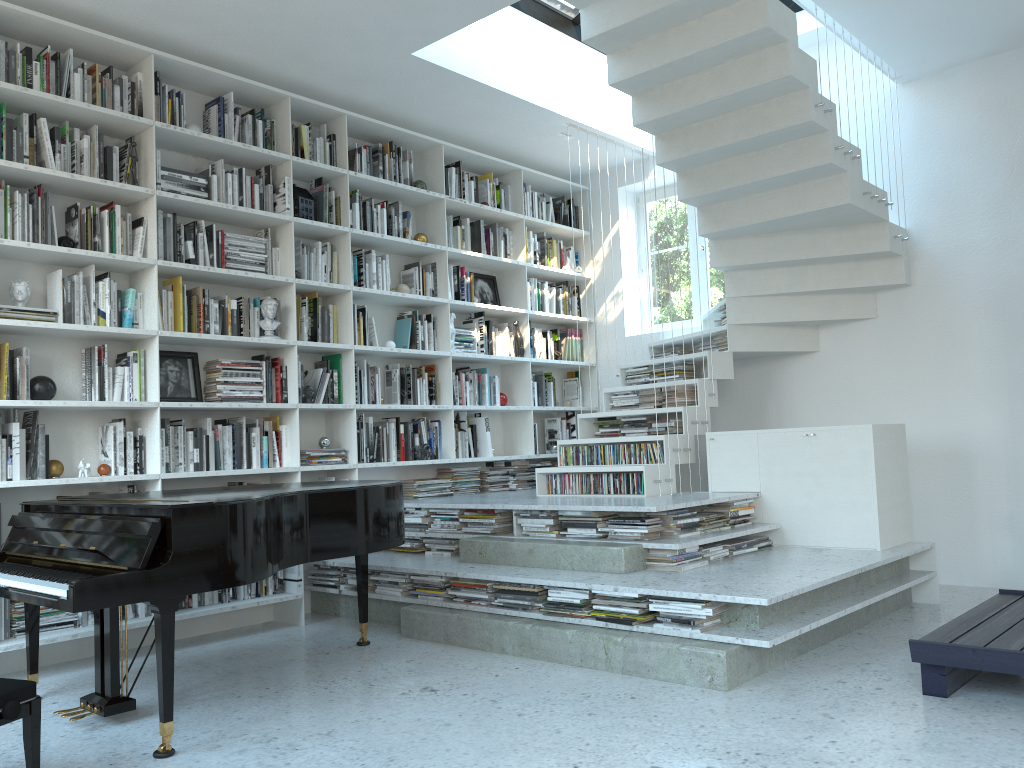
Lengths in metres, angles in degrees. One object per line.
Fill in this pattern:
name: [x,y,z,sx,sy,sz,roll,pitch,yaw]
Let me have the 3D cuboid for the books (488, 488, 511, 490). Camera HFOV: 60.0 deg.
books: [-0.130,0.784,6.647,0.207,0.008,0.328,-7,-6,45]

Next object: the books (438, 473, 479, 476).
books: [-0.384,0.648,6.375,0.159,0.005,0.285,-6,-5,38]

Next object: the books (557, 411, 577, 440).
books: [0.449,0.393,7.212,0.185,0.335,0.010,-6,-5,42]

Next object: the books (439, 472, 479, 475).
books: [-0.382,0.643,6.378,0.254,0.005,0.161,2,-6,-44]

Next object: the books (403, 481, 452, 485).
books: [-0.606,0.685,6.130,0.193,0.007,0.346,-6,-6,44]

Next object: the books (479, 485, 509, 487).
books: [-0.135,0.762,6.651,0.207,0.008,0.328,-6,-6,41]

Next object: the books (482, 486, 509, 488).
books: [-0.137,0.770,6.653,0.207,0.008,0.328,-6,-6,42]

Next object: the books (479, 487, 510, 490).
books: [-0.135,0.777,6.651,0.206,0.007,0.368,-6,-6,43]

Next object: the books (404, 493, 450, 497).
books: [-0.601,0.766,6.118,0.195,0.008,0.308,-6,-5,38]

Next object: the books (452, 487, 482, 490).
books: [-0.375,0.749,6.370,0.285,0.007,0.159,2,-6,-43]

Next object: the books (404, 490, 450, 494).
books: [-0.606,0.744,6.123,0.195,0.008,0.308,-6,-6,44]

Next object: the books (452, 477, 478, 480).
books: [-0.389,0.681,6.379,0.161,0.005,0.254,-6,-6,42]

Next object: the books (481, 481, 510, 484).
books: [-0.134,0.739,6.651,0.207,0.008,0.328,-6,-5,40]

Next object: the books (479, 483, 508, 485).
books: [-0.134,0.746,6.651,0.207,0.008,0.328,-6,-6,44]

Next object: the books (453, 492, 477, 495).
books: [-0.384,0.784,6.374,0.159,0.007,0.285,-6,-6,42]

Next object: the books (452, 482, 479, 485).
books: [-0.384,0.715,6.377,0.161,0.007,0.254,-6,-6,43]

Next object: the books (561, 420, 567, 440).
books: [0.365,0.425,7.132,0.169,0.266,0.031,-6,-5,42]

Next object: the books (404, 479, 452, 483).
books: [-0.606,0.670,6.131,0.193,0.007,0.346,-6,-5,40]

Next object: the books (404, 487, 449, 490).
books: [-0.610,0.722,6.129,0.195,0.008,0.308,-6,-6,42]

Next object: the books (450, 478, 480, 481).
books: [-0.387,0.688,6.381,0.159,0.007,0.285,-6,-6,42]

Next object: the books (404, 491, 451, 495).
books: [-0.602,0.751,6.119,0.308,0.008,0.195,2,-6,-44]

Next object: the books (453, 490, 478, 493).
books: [-0.384,0.770,6.374,0.161,0.007,0.254,-6,-6,42]

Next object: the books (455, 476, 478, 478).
books: [-0.388,0.670,6.378,0.161,0.005,0.254,-6,-6,41]

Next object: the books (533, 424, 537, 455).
books: [0.118,0.429,6.825,0.183,0.233,0.014,-6,-5,42]

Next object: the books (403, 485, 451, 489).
books: [-0.599,0.713,6.123,0.308,0.008,0.195,2,-6,-43]

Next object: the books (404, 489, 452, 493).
books: [-0.605,0.737,6.125,0.193,0.007,0.346,-6,-5,40]

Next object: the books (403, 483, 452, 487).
books: [-0.605,0.699,6.129,0.193,0.007,0.346,-6,-6,44]

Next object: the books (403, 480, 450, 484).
books: [-0.606,0.677,6.131,0.195,0.008,0.308,-6,-6,44]

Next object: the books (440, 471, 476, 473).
books: [-0.381,0.632,6.377,0.161,0.005,0.254,-6,-5,37]

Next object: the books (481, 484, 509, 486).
books: [-0.131,0.754,6.648,0.206,0.007,0.368,-6,-5,39]

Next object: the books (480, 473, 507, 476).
books: [-0.137,0.678,6.654,0.207,0.008,0.328,-6,-6,44]

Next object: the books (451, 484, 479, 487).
books: [-0.379,0.728,6.372,0.161,0.007,0.254,-6,-5,38]

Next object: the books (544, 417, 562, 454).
books: [0.331,0.414,7.095,0.159,0.285,0.012,-6,-5,42]

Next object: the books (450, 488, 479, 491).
books: [-0.378,0.756,6.369,0.159,0.007,0.285,-6,-5,38]

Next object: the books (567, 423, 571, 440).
books: [0.421,0.440,7.214,0.140,0.243,0.024,-6,-5,42]

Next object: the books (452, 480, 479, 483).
books: [-0.385,0.701,6.378,0.161,0.007,0.254,-6,-6,43]

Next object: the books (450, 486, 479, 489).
books: [-0.378,0.742,6.372,0.161,0.007,0.254,-6,-5,38]

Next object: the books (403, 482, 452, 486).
books: [-0.599,0.691,6.124,0.193,0.007,0.346,-6,-5,37]

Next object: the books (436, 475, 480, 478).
books: [-0.388,0.665,6.379,0.159,0.005,0.285,-6,-6,43]

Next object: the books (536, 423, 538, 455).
books: [0.131,0.428,6.842,0.151,0.238,0.030,-6,-5,42]

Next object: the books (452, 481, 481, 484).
books: [-0.377,0.707,6.372,0.159,0.007,0.285,-6,-5,37]

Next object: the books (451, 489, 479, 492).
books: [-0.383,0.763,6.373,0.161,0.007,0.254,-6,-6,43]

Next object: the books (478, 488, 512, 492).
books: [-0.128,0.791,6.644,0.207,0.008,0.328,-6,-5,38]

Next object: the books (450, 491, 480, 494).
books: [-0.378,0.776,6.368,0.254,0.007,0.161,2,-6,-44]

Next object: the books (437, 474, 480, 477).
books: [-0.388,0.660,6.379,0.159,0.005,0.285,-6,-6,41]

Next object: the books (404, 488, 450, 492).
books: [-0.600,0.729,6.120,0.195,0.008,0.308,-6,-5,37]

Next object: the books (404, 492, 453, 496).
books: [-0.599,0.758,6.117,0.346,0.007,0.193,2,-6,-43]

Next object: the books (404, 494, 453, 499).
books: [-0.601,0.774,6.118,0.346,0.007,0.193,2,-6,-44]

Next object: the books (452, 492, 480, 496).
books: [-0.379,0.790,6.369,0.161,0.007,0.254,-7,-6,45]

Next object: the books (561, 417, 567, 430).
books: [0.398,0.417,7.187,0.141,0.287,0.047,-6,-5,42]

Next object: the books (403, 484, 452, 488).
books: [-0.603,0.706,6.127,0.193,0.007,0.346,-6,-5,39]

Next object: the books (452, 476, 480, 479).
books: [-0.386,0.676,6.376,0.159,0.005,0.285,-6,-5,40]

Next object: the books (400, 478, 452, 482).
books: [-0.607,0.662,6.132,0.193,0.007,0.346,-6,-6,44]

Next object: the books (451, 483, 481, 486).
books: [-0.379,0.721,6.372,0.159,0.007,0.285,-6,-5,38]

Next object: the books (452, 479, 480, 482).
books: [-0.385,0.695,6.379,0.159,0.007,0.285,-6,-6,43]

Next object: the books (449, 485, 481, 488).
books: [-0.381,0.735,6.375,0.159,0.007,0.285,-6,-6,44]

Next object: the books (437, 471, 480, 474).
books: [-0.384,0.638,6.379,0.159,0.005,0.285,-6,-5,39]

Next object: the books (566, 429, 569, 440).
books: [0.388,0.465,7.163,0.176,0.188,0.024,-6,-5,42]
